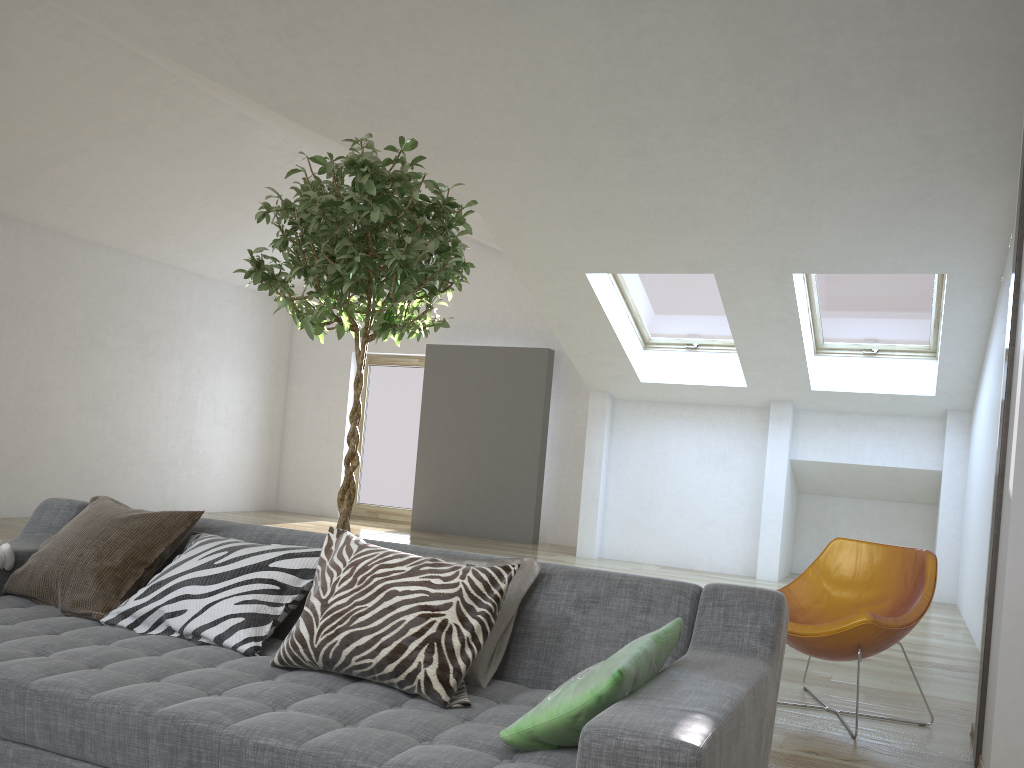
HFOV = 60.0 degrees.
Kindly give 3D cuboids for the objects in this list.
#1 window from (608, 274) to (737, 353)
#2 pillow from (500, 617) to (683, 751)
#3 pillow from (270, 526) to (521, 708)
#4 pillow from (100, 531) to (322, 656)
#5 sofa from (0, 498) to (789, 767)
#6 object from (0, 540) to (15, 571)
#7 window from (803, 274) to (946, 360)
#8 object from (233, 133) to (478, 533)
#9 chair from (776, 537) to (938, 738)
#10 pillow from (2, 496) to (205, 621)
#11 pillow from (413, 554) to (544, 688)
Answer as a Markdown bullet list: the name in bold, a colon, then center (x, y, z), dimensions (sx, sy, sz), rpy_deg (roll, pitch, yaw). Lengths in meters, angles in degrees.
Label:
- **window**: center (1.495, -0.688, 7.895), dimensions (1.480, 0.728, 1.895), rpy_deg (3, -5, 24)
- **pillow**: center (0.179, 0.611, 1.807), dimensions (0.229, 0.260, 0.441), rpy_deg (4, -4, 26)
- **pillow**: center (-0.282, 0.542, 2.132), dimensions (0.560, 0.340, 0.280), rpy_deg (3, -3, 27)
- **pillow**: center (-0.808, 0.575, 2.481), dimensions (0.564, 0.283, 0.357), rpy_deg (3, -3, 23)
- **sofa**: center (-0.662, 0.745, 2.273), dimensions (2.477, 0.683, 1.021), rpy_deg (3, -4, 22)
- **object**: center (-1.778, 0.651, 2.596), dimensions (0.359, 0.418, 0.480), rpy_deg (4, -3, 27)
- **window**: center (2.972, -0.613, 7.297), dimensions (1.480, 0.728, 1.895), rpy_deg (3, -5, 24)
- **object**: center (-0.587, 0.149, 3.084), dimensions (0.812, 2.017, 0.803), rpy_deg (5, -1, 2)
- **chair**: center (1.402, 1.033, 3.775), dimensions (0.722, 0.722, 0.652), rpy_deg (7, -3, -36)
- **pillow**: center (-1.265, 0.525, 2.715), dimensions (0.578, 0.337, 0.309), rpy_deg (3, -3, 33)
- **pillow**: center (-0.274, 0.583, 2.315), dimensions (0.645, 0.318, 0.262), rpy_deg (3, -3, 23)
